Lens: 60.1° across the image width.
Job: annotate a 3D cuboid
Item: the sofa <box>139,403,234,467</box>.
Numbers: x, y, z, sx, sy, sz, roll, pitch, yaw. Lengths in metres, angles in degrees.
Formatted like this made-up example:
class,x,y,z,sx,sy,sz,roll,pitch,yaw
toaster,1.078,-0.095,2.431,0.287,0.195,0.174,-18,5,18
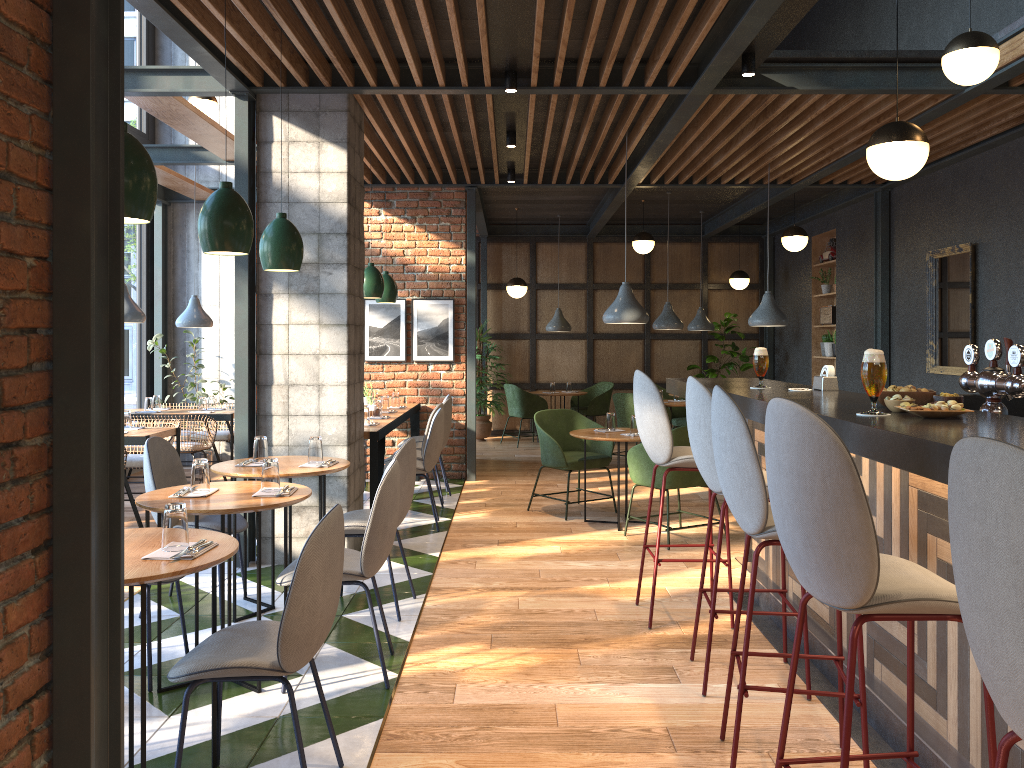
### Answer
class,x,y,z,sx,sy,sz,roll,pitch,yaw
sofa,-3.255,0.577,9.160,1.091,0.733,0.471,0,1,0

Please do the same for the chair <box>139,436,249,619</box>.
class,x,y,z,sx,sy,sz,roll,pitch,yaw
chair,-1.642,0.718,4.619,0.507,0.887,0.418,0,1,1

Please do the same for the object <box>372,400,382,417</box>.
class,x,y,z,sx,sy,sz,roll,pitch,yaw
object,-1.093,0.198,7.170,0.080,0.138,0.080,-1,1,-37

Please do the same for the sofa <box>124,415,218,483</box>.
class,x,y,z,sx,sy,sz,roll,pitch,yaw
sofa,-3.255,0.631,8.030,1.091,0.733,0.471,0,1,0

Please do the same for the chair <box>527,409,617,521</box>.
class,x,y,z,sx,sy,sz,roll,pitch,yaw
chair,0.494,0.629,7.188,0.638,0.818,0.515,-1,1,-35

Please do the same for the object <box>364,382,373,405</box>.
class,x,y,z,sx,sy,sz,roll,pitch,yaw
object,-1.250,0.118,7.486,0.146,0.276,0.146,0,1,-19

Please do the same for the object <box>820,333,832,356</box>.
class,x,y,z,sx,sy,sz,roll,pitch,yaw
object,3.910,-0.490,10.986,0.173,0.295,0.190,0,1,-26

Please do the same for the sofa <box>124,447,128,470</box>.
class,x,y,z,sx,sy,sz,roll,pitch,yaw
sofa,-3.255,0.724,6.104,1.091,0.733,0.471,0,1,0

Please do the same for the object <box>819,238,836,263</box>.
class,x,y,z,sx,sy,sz,roll,pitch,yaw
object,3.900,-1.620,10.753,0.204,0.285,0.517,0,2,0

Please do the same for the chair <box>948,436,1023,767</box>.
class,x,y,z,sx,sy,sz,roll,pitch,yaw
chair,0.933,0.700,1.322,0.507,1.243,0.418,0,0,-2

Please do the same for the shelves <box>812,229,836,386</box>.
class,x,y,z,sx,sy,sz,roll,pitch,yaw
shelves,3.924,-0.481,10.755,0.284,2.706,0.836,0,0,0

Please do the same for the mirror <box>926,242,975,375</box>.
class,x,y,z,sx,sy,sz,roll,pitch,yaw
mirror,3.748,-0.625,7.568,0.061,1.086,0.769,0,1,0

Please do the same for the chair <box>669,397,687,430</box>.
class,x,y,z,sx,sy,sz,roll,pitch,yaw
chair,2.210,0.468,10.534,0.515,0.818,0.639,-1,1,-40

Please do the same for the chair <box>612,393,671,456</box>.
class,x,y,z,sx,sy,sz,roll,pitch,yaw
chair,1.434,0.500,9.856,0.515,0.818,0.638,-1,1,-45

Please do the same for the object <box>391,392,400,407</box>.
class,x,y,z,sx,sy,sz,roll,pitch,yaw
object,-1.089,0.144,8.287,0.080,0.138,0.080,0,1,-27

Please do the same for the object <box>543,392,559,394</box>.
class,x,y,z,sx,sy,sz,roll,pitch,yaw
object,0.521,0.112,11.947,0.157,0.019,0.243,-2,3,-34

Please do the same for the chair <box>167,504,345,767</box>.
class,x,y,z,sx,sy,sz,roll,pitch,yaw
chair,-0.767,0.812,2.682,0.507,0.887,0.418,0,1,1

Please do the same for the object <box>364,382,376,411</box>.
class,x,y,z,sx,sy,sz,roll,pitch,yaw
object,-1.187,0.121,7.377,0.115,0.282,0.128,0,0,-4

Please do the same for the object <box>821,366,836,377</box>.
class,x,y,z,sx,sy,sz,roll,pitch,yaw
object,3.886,-0.081,10.801,0.150,0.257,0.522,0,2,0

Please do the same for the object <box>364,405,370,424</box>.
class,x,y,z,sx,sy,sz,roll,pitch,yaw
object,-1.095,0.226,6.584,0.080,0.138,0.080,0,1,23

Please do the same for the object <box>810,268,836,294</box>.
class,x,y,z,sx,sy,sz,roll,pitch,yaw
object,3.866,-1.267,10.830,0.174,0.329,0.537,0,2,-21

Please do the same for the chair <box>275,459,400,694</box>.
class,x,y,z,sx,sy,sz,roll,pitch,yaw
chair,-0.722,0.763,3.696,0.507,0.887,0.418,0,1,-4

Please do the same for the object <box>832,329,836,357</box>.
class,x,y,z,sx,sy,sz,roll,pitch,yaw
object,3.875,-0.495,10.532,0.143,0.350,0.143,0,0,17

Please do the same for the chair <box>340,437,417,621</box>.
class,x,y,z,sx,sy,sz,roll,pitch,yaw
chair,-0.751,0.720,4.586,0.507,0.887,0.418,0,1,6

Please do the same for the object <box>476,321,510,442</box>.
class,x,y,z,sx,sy,sz,roll,pitch,yaw
object,-0.471,-0.070,12.317,0.978,1.722,0.914,0,1,-35

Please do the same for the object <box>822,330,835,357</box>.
class,x,y,z,sx,sy,sz,roll,pitch,yaw
object,3.873,-0.497,10.772,0.213,0.329,0.233,0,1,6

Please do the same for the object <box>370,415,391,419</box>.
class,x,y,z,sx,sy,sz,roll,pitch,yaw
object,-1.070,0.265,7.148,0.157,0.019,0.243,0,3,0

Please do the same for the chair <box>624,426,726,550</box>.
class,x,y,z,sx,sy,sz,roll,pitch,yaw
chair,1.144,0.676,6.219,0.638,0.818,0.515,-1,1,-30

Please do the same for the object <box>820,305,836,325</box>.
class,x,y,z,sx,sy,sz,roll,pitch,yaw
object,3.918,-0.837,10.800,0.199,0.241,0.340,0,2,-5

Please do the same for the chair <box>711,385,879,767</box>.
class,x,y,z,sx,sy,sz,roll,pitch,yaw
chair,0.901,0.626,2.851,0.507,1.243,0.418,0,0,11

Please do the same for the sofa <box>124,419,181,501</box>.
class,x,y,z,sx,sy,sz,roll,pitch,yaw
sofa,-3.255,0.670,7.233,1.091,0.733,0.471,0,1,0

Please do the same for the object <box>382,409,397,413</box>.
class,x,y,z,sx,sy,sz,roll,pitch,yaw
object,-1.086,0.237,7.717,0.157,0.019,0.243,0,3,0

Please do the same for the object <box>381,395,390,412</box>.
class,x,y,z,sx,sy,sz,roll,pitch,yaw
object,-1.110,0.170,7.738,0.080,0.138,0.080,0,1,-27

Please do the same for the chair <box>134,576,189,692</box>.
class,x,y,z,sx,sy,sz,roll,pitch,yaw
chair,-1.622,0.763,3.701,0.507,0.887,0.418,0,1,1

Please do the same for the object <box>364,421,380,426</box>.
class,x,y,z,sx,sy,sz,roll,pitch,yaw
object,-1.071,0.293,6.563,0.157,0.019,0.243,0,3,0

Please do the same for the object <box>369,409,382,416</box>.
class,x,y,z,sx,sy,sz,roll,pitch,yaw
object,-1.222,0.237,7.441,0.251,0.046,0.253,-1,3,-26

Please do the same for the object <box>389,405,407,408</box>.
class,x,y,z,sx,sy,sz,roll,pitch,yaw
object,-1.066,0.211,8.266,0.157,0.019,0.243,0,3,0

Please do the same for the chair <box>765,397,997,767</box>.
class,x,y,z,sx,sy,sz,roll,pitch,yaw
chair,0.860,0.652,2.087,0.507,1.243,0.418,0,0,-4

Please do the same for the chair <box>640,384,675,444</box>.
class,x,y,z,sx,sy,sz,roll,pitch,yaw
chair,2.071,0.398,11.973,0.515,0.818,0.639,0,1,32

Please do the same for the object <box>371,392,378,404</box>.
class,x,y,z,sx,sy,sz,roll,pitch,yaw
object,-1.290,0.144,8.290,0.080,0.138,0.080,0,1,22
